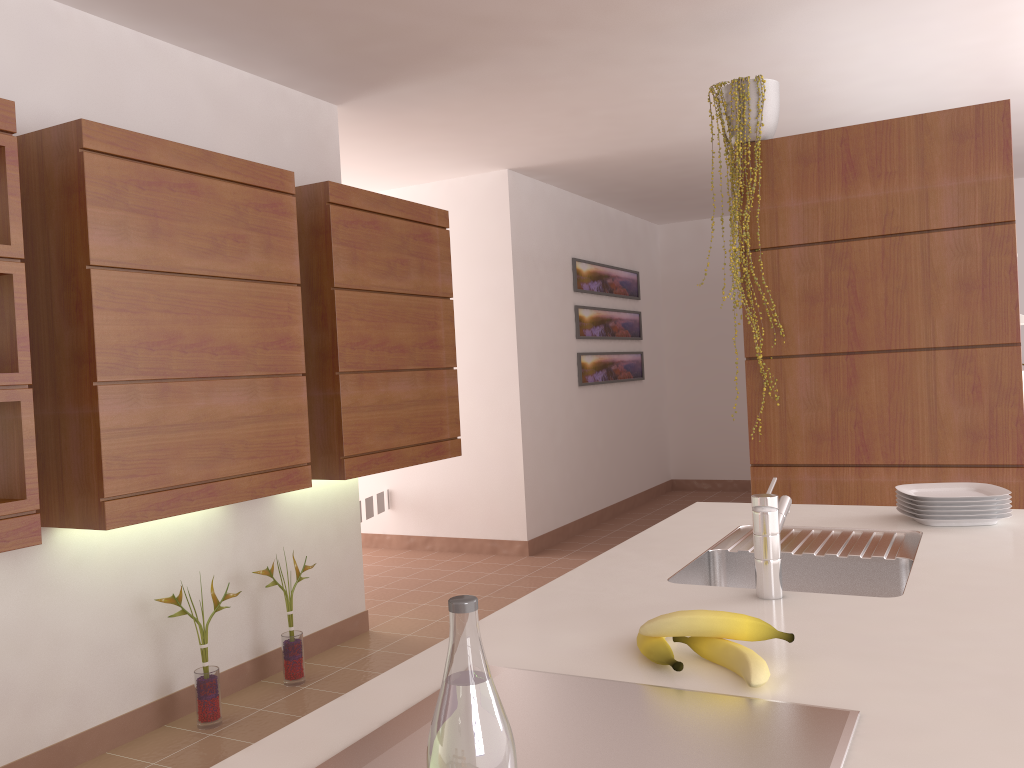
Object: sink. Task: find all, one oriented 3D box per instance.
[{"bbox_3d":[0.581,0.341,1.772,0.404,0.368,0.668,-3,1,28],"label":"sink"}]

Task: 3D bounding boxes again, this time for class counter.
[{"bbox_3d":[0.407,0.762,1.406,0.821,0.800,2.156,-3,1,28],"label":"counter"}]

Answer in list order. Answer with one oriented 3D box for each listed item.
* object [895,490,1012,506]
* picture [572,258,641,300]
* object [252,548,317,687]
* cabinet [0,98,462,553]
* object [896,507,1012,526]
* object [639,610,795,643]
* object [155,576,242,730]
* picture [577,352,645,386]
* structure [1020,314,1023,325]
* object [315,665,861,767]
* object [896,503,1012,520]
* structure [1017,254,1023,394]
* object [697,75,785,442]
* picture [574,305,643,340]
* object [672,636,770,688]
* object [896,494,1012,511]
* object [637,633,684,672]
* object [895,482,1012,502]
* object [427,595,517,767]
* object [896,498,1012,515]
[{"bbox_3d":[1.026,0.267,2.071,0.228,0.020,0.228,-3,1,10],"label":"object"},{"bbox_3d":[0.785,-0.833,7.154,0.015,0.248,1.408,-3,1,28],"label":"picture"},{"bbox_3d":[-0.887,0.926,3.540,0.087,0.546,0.296,-3,1,28],"label":"object"},{"bbox_3d":[-1.716,-0.142,2.438,0.754,1.200,4.718,-3,1,28],"label":"cabinet"},{"bbox_3d":[1.028,0.307,2.072,0.228,0.020,0.228,-3,1,10],"label":"object"},{"bbox_3d":[0.274,0.327,1.187,0.207,0.055,0.047,-3,1,5],"label":"object"},{"bbox_3d":[-1.094,0.943,3.146,0.087,0.546,0.296,-2,1,44],"label":"object"},{"bbox_3d":[0.822,-0.134,7.164,0.015,0.248,1.408,-3,1,28],"label":"picture"},{"bbox_3d":[2.071,-0.203,3.607,0.056,0.454,0.614,-3,1,28],"label":"structure"},{"bbox_3d":[0.044,0.386,0.864,0.493,0.006,0.551,-3,1,28],"label":"object"},{"bbox_3d":[1.028,0.297,2.072,0.228,0.020,0.228,-3,1,10],"label":"object"},{"bbox_3d":[2.789,-0.004,4.915,0.089,1.862,0.604,-3,1,28],"label":"structure"},{"bbox_3d":[0.887,-0.458,3.336,0.297,1.344,0.279,-3,1,-13],"label":"object"},{"bbox_3d":[0.803,-0.483,7.159,0.015,0.248,1.408,-3,1,28],"label":"picture"},{"bbox_3d":[0.282,0.355,1.158,0.060,0.033,0.207,-3,1,-17],"label":"object"},{"bbox_3d":[1.027,0.277,2.071,0.228,0.020,0.228,-3,1,10],"label":"object"},{"bbox_3d":[0.203,0.358,1.231,0.060,0.033,0.207,-3,1,8],"label":"object"},{"bbox_3d":[1.026,0.256,2.071,0.228,0.020,0.228,-3,1,10],"label":"object"},{"bbox_3d":[-0.031,0.275,0.664,0.071,0.230,0.071,-3,1,9],"label":"object"},{"bbox_3d":[1.027,0.287,2.071,0.228,0.020,0.228,-3,1,10],"label":"object"}]
